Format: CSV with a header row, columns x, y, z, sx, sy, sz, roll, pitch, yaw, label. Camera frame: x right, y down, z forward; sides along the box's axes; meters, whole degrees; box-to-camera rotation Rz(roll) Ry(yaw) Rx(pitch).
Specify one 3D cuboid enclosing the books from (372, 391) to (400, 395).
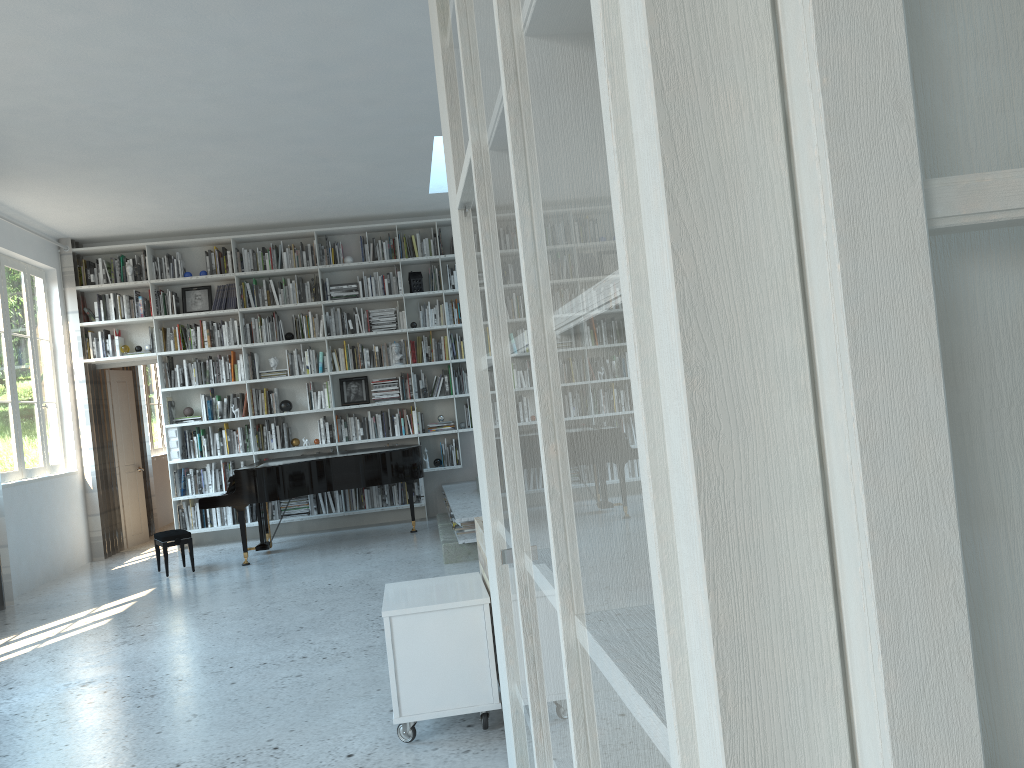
x,y,z,sx,sy,sz,roll,pitch,yaw,label
-1.335,0.092,9.407,0.285,0.012,0.159,-6,-1,-5,books

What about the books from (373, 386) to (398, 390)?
x,y,z,sx,sy,sz,roll,pitch,yaw,label
-1.340,0.044,9.405,0.254,0.012,0.161,-6,-1,-4,books

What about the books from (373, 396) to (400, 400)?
x,y,z,sx,sy,sz,roll,pitch,yaw,label
-1.330,0.151,9.410,0.285,0.012,0.159,-6,-1,-8,books

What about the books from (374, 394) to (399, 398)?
x,y,z,sx,sy,sz,roll,pitch,yaw,label
-1.331,0.127,9.401,0.254,0.012,0.161,-6,-1,-12,books

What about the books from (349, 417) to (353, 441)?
x,y,z,sx,sy,sz,roll,pitch,yaw,label
-1.697,0.476,9.367,0.024,0.247,0.132,-6,0,-7,books

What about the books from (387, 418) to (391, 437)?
x,y,z,sx,sy,sz,roll,pitch,yaw,label
-1.303,0.458,9.406,0.021,0.203,0.128,-6,0,-7,books

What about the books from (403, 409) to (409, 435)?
x,y,z,sx,sy,sz,roll,pitch,yaw,label
-1.126,0.404,9.421,0.026,0.272,0.175,-6,0,-7,books

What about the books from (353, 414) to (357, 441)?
x,y,z,sx,sy,sz,roll,pitch,yaw,label
-1.652,0.453,9.352,0.013,0.282,0.166,-6,0,-7,books

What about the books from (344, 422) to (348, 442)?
x,y,z,sx,sy,sz,roll,pitch,yaw,label
-1.744,0.500,9.350,0.024,0.208,0.170,-6,0,-7,books

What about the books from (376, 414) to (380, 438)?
x,y,z,sx,sy,sz,roll,pitch,yaw,label
-1.418,0.444,9.406,0.025,0.254,0.136,-6,0,-7,books

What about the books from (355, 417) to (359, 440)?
x,y,z,sx,sy,sz,roll,pitch,yaw,label
-1.635,0.471,9.372,0.021,0.244,0.141,-6,0,-7,books

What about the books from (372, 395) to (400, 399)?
x,y,z,sx,sy,sz,roll,pitch,yaw,label
-1.330,0.139,9.400,0.285,0.012,0.159,-6,-1,-2,books

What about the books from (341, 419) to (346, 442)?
x,y,z,sx,sy,sz,roll,pitch,yaw,label
-1.769,0.490,9.335,0.027,0.234,0.167,-6,0,-7,books

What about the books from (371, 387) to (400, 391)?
x,y,z,sx,sy,sz,roll,pitch,yaw,label
-1.338,0.056,9.400,0.285,0.012,0.159,-6,-1,-2,books

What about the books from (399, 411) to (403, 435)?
x,y,z,sx,sy,sz,roll,pitch,yaw,label
-1.179,0.418,9.427,0.014,0.256,0.145,-6,0,-7,books

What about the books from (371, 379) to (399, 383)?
x,y,z,sx,sy,sz,roll,pitch,yaw,label
-1.347,-0.028,9.401,0.285,0.012,0.159,-6,-1,-12,books

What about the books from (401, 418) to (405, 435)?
x,y,z,sx,sy,sz,roll,pitch,yaw,label
-1.155,0.452,9.405,0.023,0.183,0.169,-6,0,-7,books

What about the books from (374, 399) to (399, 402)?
x,y,z,sx,sy,sz,roll,pitch,yaw,label
-1.327,0.175,9.407,0.254,0.012,0.161,-6,-1,-5,books

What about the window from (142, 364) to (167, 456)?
x,y,z,sx,sy,sz,roll,pitch,yaw,label
-4.820,-0.044,11.678,0.073,2.009,1.983,-6,-1,-7,window

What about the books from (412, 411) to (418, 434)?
x,y,z,sx,sy,sz,roll,pitch,yaw,label
-1.030,0.407,9.416,0.033,0.246,0.176,-6,0,-7,books

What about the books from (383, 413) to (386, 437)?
x,y,z,sx,sy,sz,roll,pitch,yaw,label
-1.348,0.433,9.394,0.010,0.261,0.181,-6,0,-7,books

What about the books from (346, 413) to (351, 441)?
x,y,z,sx,sy,sz,roll,pitch,yaw,label
-1.725,0.457,9.370,0.027,0.290,0.140,-6,0,-7,books

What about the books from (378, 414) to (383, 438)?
x,y,z,sx,sy,sz,roll,pitch,yaw,label
-1.389,0.445,9.382,0.026,0.245,0.191,-6,0,-7,books

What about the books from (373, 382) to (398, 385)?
x,y,z,sx,sy,sz,roll,pitch,yaw,label
-1.345,-0.004,9.403,0.254,0.012,0.161,-6,-1,-11,books

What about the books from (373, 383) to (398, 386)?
x,y,z,sx,sy,sz,roll,pitch,yaw,label
-1.344,0.008,9.405,0.254,0.012,0.161,-6,-1,-10,books

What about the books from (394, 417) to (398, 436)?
x,y,z,sx,sy,sz,roll,pitch,yaw,label
-1.230,0.449,9.401,0.023,0.204,0.167,-6,0,-7,books

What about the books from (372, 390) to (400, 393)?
x,y,z,sx,sy,sz,roll,pitch,yaw,label
-1.336,0.080,9.400,0.285,0.012,0.159,-6,-1,-2,books

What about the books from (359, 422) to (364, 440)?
x,y,z,sx,sy,sz,roll,pitch,yaw,label
-1.581,0.496,9.351,0.029,0.184,0.174,-6,0,-7,books

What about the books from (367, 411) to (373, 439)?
x,y,z,sx,sy,sz,roll,pitch,yaw,label
-1.497,0.433,9.380,0.026,0.291,0.152,-6,0,-7,books

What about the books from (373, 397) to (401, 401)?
x,y,z,sx,sy,sz,roll,pitch,yaw,label
-1.327,0.163,9.400,0.285,0.012,0.159,-6,-1,-12,books

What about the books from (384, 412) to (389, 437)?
x,y,z,sx,sy,sz,roll,pitch,yaw,label
-1.329,0.429,9.389,0.028,0.264,0.161,-6,0,-7,books

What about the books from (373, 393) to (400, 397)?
x,y,z,sx,sy,sz,roll,pitch,yaw,label
-1.334,0.116,9.412,0.285,0.012,0.159,-6,-1,-7,books

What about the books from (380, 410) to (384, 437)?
x,y,z,sx,sy,sz,roll,pitch,yaw,label
-1.374,0.423,9.408,0.014,0.286,0.134,-6,0,-7,books

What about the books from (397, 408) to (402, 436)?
x,y,z,sx,sy,sz,roll,pitch,yaw,label
-1.195,0.400,9.418,0.014,0.294,0.137,-6,0,-7,books

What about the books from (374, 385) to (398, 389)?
x,y,z,sx,sy,sz,roll,pitch,yaw,label
-1.341,0.032,9.405,0.254,0.012,0.161,-6,-1,-10,books

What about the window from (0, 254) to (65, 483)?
x,y,z,sx,sy,sz,roll,pitch,yaw,label
-4.362,-0.152,7.736,0.073,2.009,1.983,-6,-1,-7,window

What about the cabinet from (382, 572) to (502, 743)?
x,y,z,sx,sy,sz,roll,pitch,yaw,label
-0.269,1.022,3.354,0.380,0.487,0.502,-6,-1,-7,cabinet

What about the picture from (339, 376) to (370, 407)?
x,y,z,sx,sy,sz,roll,pitch,yaw,label
-1.672,0.076,9.419,0.300,0.300,0.077,-6,0,-7,picture

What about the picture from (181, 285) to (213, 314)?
x,y,z,sx,sy,sz,roll,pitch,yaw,label
-3.282,-0.869,9.246,0.300,0.300,0.077,-6,0,-7,picture

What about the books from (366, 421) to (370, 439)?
x,y,z,sx,sy,sz,roll,pitch,yaw,label
-1.515,0.482,9.364,0.023,0.196,0.165,-6,0,-7,books

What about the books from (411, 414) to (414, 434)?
x,y,z,sx,sy,sz,roll,pitch,yaw,label
-1.062,0.425,9.418,0.011,0.216,0.166,-6,0,-7,books

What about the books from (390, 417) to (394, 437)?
x,y,z,sx,sy,sz,roll,pitch,yaw,label
-1.268,0.451,9.398,0.024,0.207,0.183,-6,0,-7,books

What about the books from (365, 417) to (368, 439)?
x,y,z,sx,sy,sz,roll,pitch,yaw,label
-1.536,0.468,9.374,0.013,0.230,0.139,-6,0,-7,books

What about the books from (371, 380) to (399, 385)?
x,y,z,sx,sy,sz,roll,pitch,yaw,label
-1.347,-0.016,9.408,0.285,0.012,0.159,-6,-1,-5,books

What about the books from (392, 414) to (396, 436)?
x,y,z,sx,sy,sz,roll,pitch,yaw,label
-1.251,0.436,9.411,0.014,0.235,0.154,-6,0,-7,books

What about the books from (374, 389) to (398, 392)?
x,y,z,sx,sy,sz,roll,pitch,yaw,label
-1.337,0.068,9.401,0.254,0.012,0.161,-6,-1,-12,books

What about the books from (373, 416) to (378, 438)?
x,y,z,sx,sy,sz,roll,pitch,yaw,label
-1.443,0.455,9.387,0.031,0.237,0.159,-6,0,-7,books

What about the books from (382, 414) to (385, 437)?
x,y,z,sx,sy,sz,roll,pitch,yaw,label
-1.359,0.439,9.403,0.011,0.251,0.158,-6,0,-7,books

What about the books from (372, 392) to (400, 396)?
x,y,z,sx,sy,sz,roll,pitch,yaw,label
-1.334,0.104,9.410,0.285,0.012,0.159,-6,-1,-6,books

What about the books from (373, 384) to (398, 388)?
x,y,z,sx,sy,sz,roll,pitch,yaw,label
-1.342,0.020,9.403,0.254,0.012,0.161,-6,-1,-11,books

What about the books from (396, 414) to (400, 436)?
x,y,z,sx,sy,sz,roll,pitch,yaw,label
-1.208,0.432,9.404,0.023,0.234,0.175,-6,0,-7,books

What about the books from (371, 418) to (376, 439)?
x,y,z,sx,sy,sz,roll,pitch,yaw,label
-1.469,0.466,9.392,0.025,0.220,0.140,-6,0,-7,books

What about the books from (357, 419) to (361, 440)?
x,y,z,sx,sy,sz,roll,pitch,yaw,label
-1.609,0.482,9.353,0.023,0.217,0.174,-6,0,-7,books

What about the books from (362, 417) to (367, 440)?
x,y,z,sx,sy,sz,roll,pitch,yaw,label
-1.556,0.466,9.362,0.029,0.238,0.166,-6,0,-7,books

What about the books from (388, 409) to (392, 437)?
x,y,z,sx,sy,sz,roll,pitch,yaw,label
-1.291,0.409,9.398,0.012,0.296,0.178,-6,0,-7,books

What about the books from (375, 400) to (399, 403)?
x,y,z,sx,sy,sz,roll,pitch,yaw,label
-1.325,0.187,9.403,0.254,0.012,0.161,-6,-1,-11,books

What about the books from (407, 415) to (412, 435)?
x,y,z,sx,sy,sz,roll,pitch,yaw,label
-1.088,0.430,9.414,0.042,0.212,0.169,-6,0,-7,books

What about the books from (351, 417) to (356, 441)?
x,y,z,sx,sy,sz,roll,pitch,yaw,label
-1.670,0.474,9.353,0.027,0.245,0.179,-6,0,-7,books
